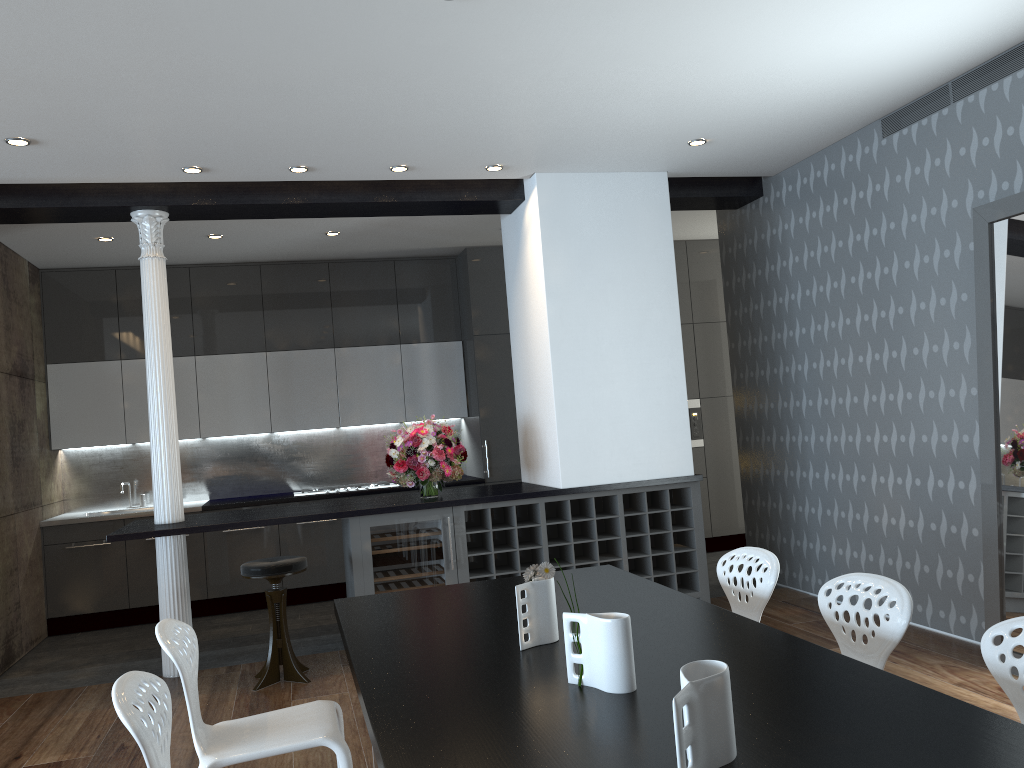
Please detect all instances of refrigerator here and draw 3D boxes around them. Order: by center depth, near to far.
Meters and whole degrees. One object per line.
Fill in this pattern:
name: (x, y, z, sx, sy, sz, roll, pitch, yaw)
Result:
refrigerator: (-0.627, 1.173, 5.492, 0.578, 0.774, 0.075, -4, -2, -11)

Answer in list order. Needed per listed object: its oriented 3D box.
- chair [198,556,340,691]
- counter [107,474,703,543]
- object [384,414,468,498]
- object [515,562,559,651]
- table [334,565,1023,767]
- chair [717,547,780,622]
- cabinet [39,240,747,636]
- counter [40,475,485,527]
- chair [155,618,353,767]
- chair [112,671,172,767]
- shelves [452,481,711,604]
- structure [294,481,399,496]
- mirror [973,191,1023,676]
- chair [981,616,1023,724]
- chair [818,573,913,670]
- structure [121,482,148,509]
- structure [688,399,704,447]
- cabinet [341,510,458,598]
chair: (-1.296, 1.361, 1.819, 16.134, 0.952, 21.556, -4, -2, -15)
counter: (-0.630, 0.782, 5.963, 3.700, 0.040, 1.000, -4, -2, -15)
object: (-0.570, 0.479, 5.895, 0.544, 0.552, 0.570, -4, -2, -8)
object: (0.064, 0.655, 2.642, 0.161, 0.233, 0.076, -3, -3, -33)
table: (0.302, 1.098, 2.104, 1.200, 0.733, 3.400, -4, -2, -15)
chair: (0.714, 1.063, 3.313, 0.581, 0.835, 0.495, -4, -2, -15)
cabinet: (-0.281, 0.269, 8.296, 7.409, 2.980, 0.827, -4, -2, -15)
counter: (-2.067, 1.098, 7.797, 3.597, 0.223, 0.807, -4, -2, -15)
chair: (-0.842, 1.174, 2.937, 0.581, 0.835, 0.495, -4, -2, -15)
chair: (-0.673, 1.131, 2.257, 0.581, 0.835, 0.495, -4, -2, -15)
shelves: (0.374, 1.181, 6.195, 1.700, 0.897, 0.900, -4, -2, -15)
structure: (-1.483, 0.945, 7.913, 0.900, 0.066, 0.520, -4, -2, -15)
mirror: (2.522, 0.211, 3.895, 0.240, 2.294, 1.200, -4, -2, -15)
chair: (1.062, 0.978, 1.955, 0.581, 0.835, 0.495, -4, -2, -15)
chair: (0.888, 1.021, 2.634, 0.581, 0.835, 0.495, -4, -2, -15)
structure: (-3.286, 0.973, 7.716, 0.183, 0.249, 0.224, -4, -2, -14)
structure: (1.454, 0.403, 8.611, 0.595, 0.452, 0.528, -4, -2, -15)
cabinet: (-0.757, 1.260, 5.900, 0.642, 0.897, 0.900, -4, -2, -15)
